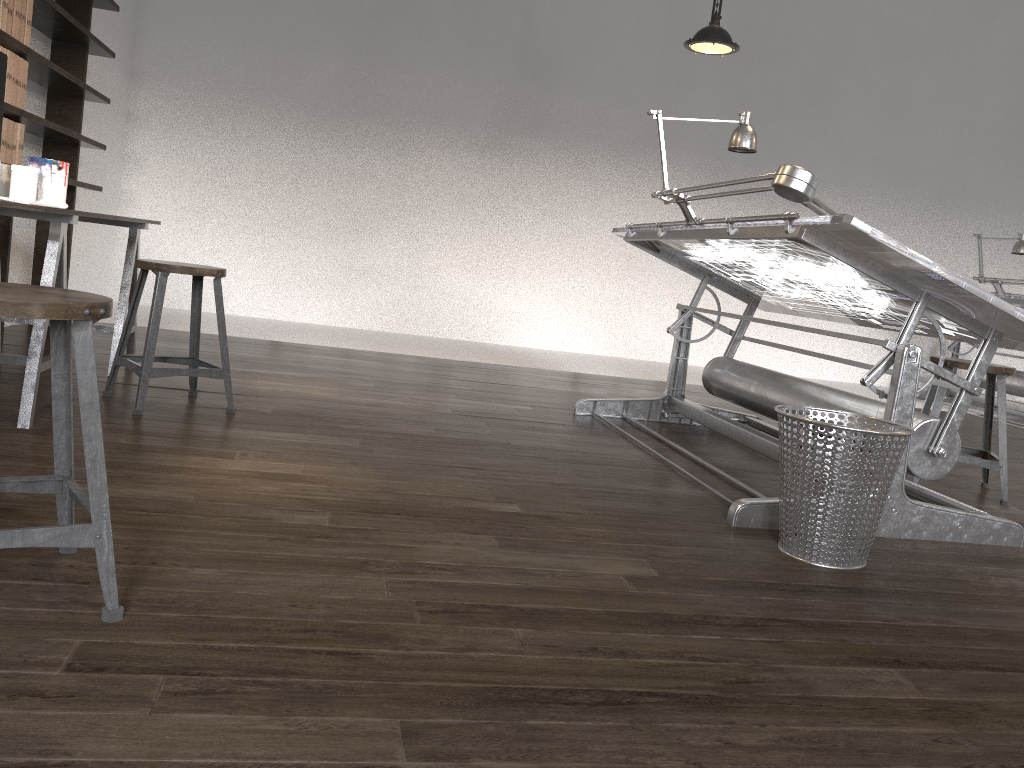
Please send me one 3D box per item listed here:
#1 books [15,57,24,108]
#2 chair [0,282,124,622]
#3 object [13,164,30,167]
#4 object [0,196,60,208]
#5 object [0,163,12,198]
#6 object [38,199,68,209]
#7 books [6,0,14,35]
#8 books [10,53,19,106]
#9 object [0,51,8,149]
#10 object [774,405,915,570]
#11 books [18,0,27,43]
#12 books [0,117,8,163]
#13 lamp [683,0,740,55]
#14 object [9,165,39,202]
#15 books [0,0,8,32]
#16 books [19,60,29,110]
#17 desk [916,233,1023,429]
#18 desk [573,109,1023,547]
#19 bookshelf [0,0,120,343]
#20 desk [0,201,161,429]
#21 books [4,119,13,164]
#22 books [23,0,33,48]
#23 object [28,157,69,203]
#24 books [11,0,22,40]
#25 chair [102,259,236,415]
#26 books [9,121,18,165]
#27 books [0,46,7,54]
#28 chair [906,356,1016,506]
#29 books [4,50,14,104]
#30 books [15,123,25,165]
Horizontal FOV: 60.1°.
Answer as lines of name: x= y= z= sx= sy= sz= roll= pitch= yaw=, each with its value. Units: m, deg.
books: x=-2.232 y=-1.317 z=3.840 sx=0.174 sy=0.224 sz=0.067 roll=6 pitch=5 yaw=-12
chair: x=-0.862 y=0.104 z=1.482 sx=0.358 sy=0.526 sz=0.374 roll=3 pitch=7 yaw=-38
object: x=-1.896 y=-0.766 z=3.418 sx=0.068 sy=0.154 sz=0.068 roll=4 pitch=6 yaw=-35
object: x=-1.590 y=-0.594 z=2.901 sx=0.118 sy=0.017 sz=0.442 roll=5 pitch=8 yaw=-16
object: x=-1.948 y=-0.762 z=3.347 sx=0.096 sy=0.142 sz=0.097 roll=8 pitch=6 yaw=5
object: x=-1.662 y=-0.651 z=3.201 sx=0.106 sy=0.028 sz=0.059 roll=5 pitch=7 yaw=-15
books: x=-2.168 y=-1.563 z=3.660 sx=0.174 sy=0.225 sz=0.067 roll=6 pitch=5 yaw=-12
books: x=-2.216 y=-1.306 z=3.779 sx=0.174 sy=0.225 sz=0.067 roll=6 pitch=5 yaw=-12
object: x=-1.807 y=-0.868 z=2.845 sx=0.204 sy=0.515 sz=0.647 roll=6 pitch=6 yaw=-12
object: x=0.856 y=0.275 z=2.369 sx=0.353 sy=0.376 sz=0.354 roll=8 pitch=6 yaw=10
books: x=-2.197 y=-1.586 z=3.806 sx=0.174 sy=0.224 sz=0.067 roll=6 pitch=5 yaw=-12
books: x=-2.239 y=-1.023 z=3.733 sx=0.174 sy=0.225 sz=0.067 roll=6 pitch=5 yaw=-12
lamp: x=1.263 y=-2.995 z=4.891 sx=0.312 sy=2.243 sz=0.312 roll=4 pitch=5 yaw=-32
object: x=-1.842 y=-0.748 z=3.341 sx=0.095 sy=0.144 sz=0.095 roll=9 pitch=6 yaw=14
books: x=-2.150 y=-1.551 z=3.592 sx=0.174 sy=0.225 sz=0.067 roll=6 pitch=5 yaw=-12
books: x=-2.247 y=-1.328 z=3.908 sx=0.174 sy=0.225 sz=0.067 roll=6 pitch=5 yaw=-12
desk: x=3.832 y=-0.396 z=6.486 sx=1.075 sy=1.380 sz=2.082 roll=6 pitch=7 yaw=-12
desk: x=0.990 y=-0.358 z=3.443 sx=1.075 sy=1.380 sz=2.082 roll=6 pitch=7 yaw=-12
bookshelf: x=-1.756 y=-0.556 z=0.826 sx=0.373 sy=3.192 sz=9.235 roll=6 pitch=7 yaw=-12
desk: x=-1.820 y=-0.324 z=3.232 sx=0.655 sy=0.666 sz=1.679 roll=6 pitch=7 yaw=-12
books: x=-2.256 y=-1.034 z=3.801 sx=0.174 sy=0.225 sz=0.067 roll=6 pitch=5 yaw=-12
books: x=-2.209 y=-1.597 z=3.880 sx=0.174 sy=0.224 sz=0.067 roll=6 pitch=5 yaw=-12
object: x=-1.844 y=-0.791 z=3.511 sx=0.145 sy=0.195 sz=0.145 roll=3 pitch=7 yaw=-39
books: x=-2.177 y=-1.574 z=3.735 sx=0.174 sy=0.225 sz=0.067 roll=6 pitch=5 yaw=-12
chair: x=-1.237 y=-0.177 z=3.244 sx=0.371 sy=0.526 sz=0.360 roll=2 pitch=8 yaw=-43
books: x=-2.272 y=-1.045 z=3.869 sx=0.174 sy=0.225 sz=0.067 roll=6 pitch=5 yaw=-12
books: x=-2.192 y=-1.285 z=3.643 sx=0.174 sy=0.225 sz=0.067 roll=6 pitch=5 yaw=-12
chair: x=1.811 y=0.171 z=3.574 sx=0.359 sy=0.526 sz=0.372 roll=9 pitch=6 yaw=16
books: x=-2.203 y=-1.296 z=3.715 sx=0.174 sy=0.225 sz=0.067 roll=6 pitch=5 yaw=-12
books: x=-2.277 y=-1.054 z=3.934 sx=0.174 sy=0.225 sz=0.067 roll=6 pitch=5 yaw=-12
